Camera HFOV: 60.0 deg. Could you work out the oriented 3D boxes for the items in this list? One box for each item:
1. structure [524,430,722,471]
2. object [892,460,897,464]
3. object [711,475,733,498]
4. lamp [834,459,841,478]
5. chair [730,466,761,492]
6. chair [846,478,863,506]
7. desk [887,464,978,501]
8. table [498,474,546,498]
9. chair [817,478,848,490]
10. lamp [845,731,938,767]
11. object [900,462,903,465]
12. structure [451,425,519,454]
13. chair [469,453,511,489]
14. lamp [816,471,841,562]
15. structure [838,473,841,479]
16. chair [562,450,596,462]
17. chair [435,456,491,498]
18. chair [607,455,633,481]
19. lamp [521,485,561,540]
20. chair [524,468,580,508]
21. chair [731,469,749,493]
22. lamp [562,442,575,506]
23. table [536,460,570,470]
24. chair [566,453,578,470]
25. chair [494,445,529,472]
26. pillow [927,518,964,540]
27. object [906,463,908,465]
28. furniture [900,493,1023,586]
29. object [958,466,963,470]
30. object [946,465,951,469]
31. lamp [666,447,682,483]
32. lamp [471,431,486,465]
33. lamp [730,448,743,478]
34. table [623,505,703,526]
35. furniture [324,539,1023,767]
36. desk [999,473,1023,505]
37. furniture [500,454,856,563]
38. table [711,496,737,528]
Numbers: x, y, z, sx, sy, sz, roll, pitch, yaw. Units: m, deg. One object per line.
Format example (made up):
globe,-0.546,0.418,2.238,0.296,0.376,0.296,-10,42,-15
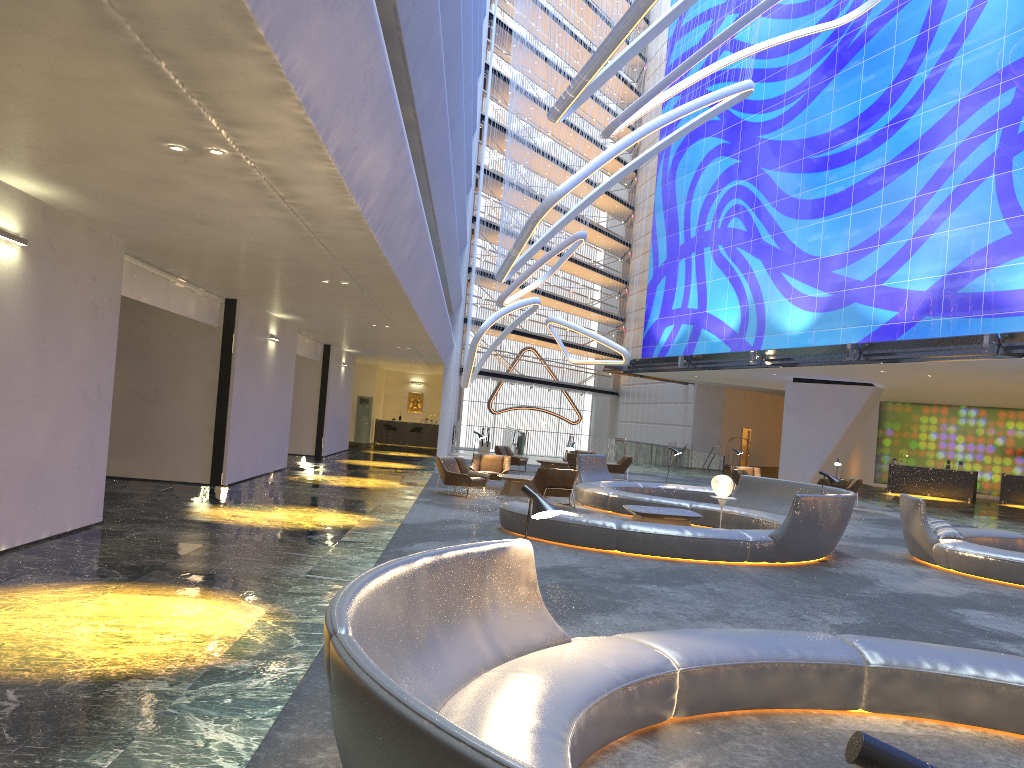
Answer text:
structure,4.442,7.007,50.631,9.305,8.397,19.741,5,-2,-2
object,14.801,3.020,34.291,0.149,0.149,0.149,4,-1,32
object,3.638,1.769,15.356,0.367,0.387,0.318,5,-1,5
lamp,8.743,2.658,23.914,0.202,1.300,0.384,5,0,14
chair,7.065,2.893,26.748,0.929,0.766,0.939,5,-1,4
chair,9.348,3.021,25.094,0.938,0.766,0.930,5,-1,6
desk,15.985,3.722,33.748,2.974,1.097,0.815,3,-1,36
table,0.267,2.249,19.523,1.203,0.392,1.203,5,-2,-3
chair,8.390,2.890,23.671,0.930,0.766,0.938,5,-1,-19
lamp,0.560,1.157,1.265,0.384,1.300,0.202,5,0,-3
object,15.007,3.052,34.159,0.107,0.108,0.111,4,-1,32
structure,-1.940,6.420,49.899,3.017,8.237,19.837,5,-2,-2
chair,-0.513,2.049,20.777,0.929,0.766,0.939,5,-1,4
lamp,4.491,1.899,12.731,0.384,1.300,0.202,5,0,15
structure,14.486,3.334,39.532,1.023,2.051,0.772,5,0,-24
chair,2.243,2.591,29.379,0.928,0.766,0.940,4,-1,24
chair,-1.053,1.914,18.299,0.937,0.766,0.931,4,-2,31
chair,3.286,2.627,28.016,0.938,0.766,0.930,5,-1,-1
lamp,0.094,1.265,5.296,0.202,1.300,0.383,5,0,-43
chair,0.812,2.047,17.700,0.930,0.766,0.938,5,-1,-19
chair,6.525,2.758,24.270,0.937,0.766,0.931,4,-2,31
lamp,1.165,1.815,17.943,0.202,1.300,0.384,5,0,14
table,1.379,2.653,28.089,1.202,0.392,1.204,4,-2,16
chair,2.129,2.474,26.431,0.940,0.766,0.928,6,-2,-41
chair,-0.042,2.342,27.731,0.938,0.766,0.931,4,-1,22
pillow,6.459,2.180,13.394,0.692,0.262,0.878,5,-2,6
object,15.174,3.081,34.052,0.072,0.070,0.073,4,-1,32
furniture,9.053,2.345,10.886,5.188,0.969,9.927,5,-2,-11
object,16.709,3.134,33.032,0.150,0.145,0.150,4,-1,31
object,16.355,3.112,33.232,0.150,0.145,0.150,4,-1,31
lamp,3.782,2.140,20.951,0.384,1.300,0.202,5,0,15
lamp,-0.831,1.755,20.818,0.384,1.300,0.202,5,0,15
lamp,6.746,2.598,26.789,0.384,1.300,0.202,5,0,15
table,2.403,2.234,14.288,1.203,0.392,1.203,5,-2,-2
furniture,2.105,1.418,1.206,5.187,0.969,9.930,5,-2,-6
desk,19.660,3.982,32.530,2.974,1.097,0.815,3,-1,34
furniture,3.225,2.062,16.308,5.182,0.969,9.939,4,-2,14
table,3.637,2.263,15.386,0.418,0.595,0.428,5,-1,-3
